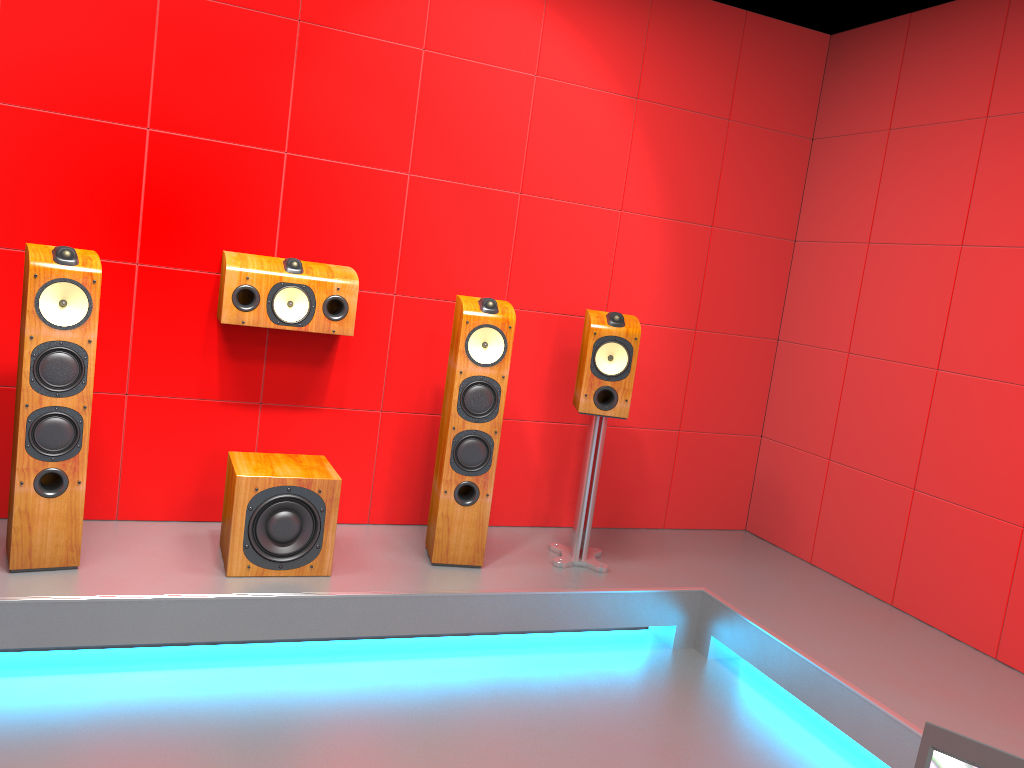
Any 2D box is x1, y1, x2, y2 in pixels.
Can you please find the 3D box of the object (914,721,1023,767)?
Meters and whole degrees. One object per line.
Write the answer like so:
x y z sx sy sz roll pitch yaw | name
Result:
0.476 0.552 0.779 0.342 0.285 0.340 13 9 37 | object

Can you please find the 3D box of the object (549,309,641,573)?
0.347 0.224 3.685 0.231 1.058 0.265 7 7 -3 | object

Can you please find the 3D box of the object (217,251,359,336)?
-0.867 -0.355 3.440 0.493 0.271 0.235 5 8 -23 | object

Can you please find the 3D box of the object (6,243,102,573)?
-1.505 0.073 2.908 0.203 1.052 0.238 3 8 -33 | object

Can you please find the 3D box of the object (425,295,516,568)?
-0.166 0.181 3.494 0.203 1.052 0.238 6 7 -13 | object

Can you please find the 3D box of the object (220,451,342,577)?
-0.852 0.471 3.241 0.360 0.360 0.360 5 8 -23 | object
